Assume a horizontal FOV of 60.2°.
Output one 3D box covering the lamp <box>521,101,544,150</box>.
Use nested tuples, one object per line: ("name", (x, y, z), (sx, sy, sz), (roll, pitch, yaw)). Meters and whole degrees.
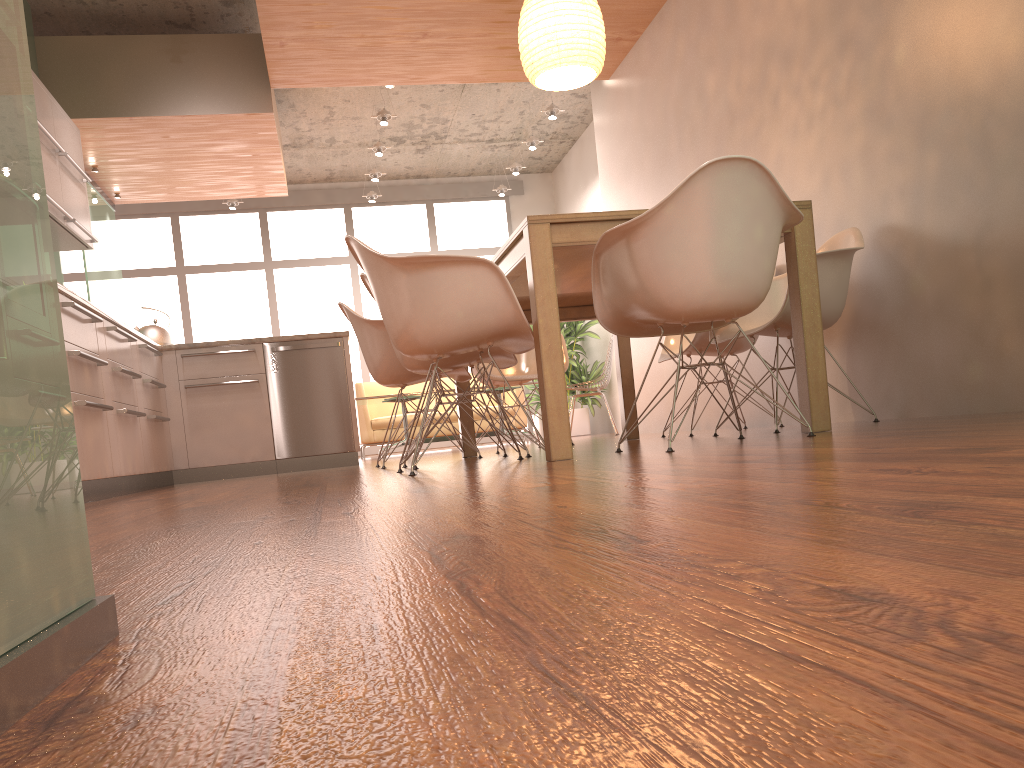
("lamp", (0.189, -2.594, 8.840), (0.197, 0.484, 0.135), (-7, 2, -44))

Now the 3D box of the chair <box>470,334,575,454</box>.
("chair", (-0.005, -0.019, 5.455), (0.679, 0.863, 0.646), (-6, 0, -27))

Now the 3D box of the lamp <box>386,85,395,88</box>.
("lamp", (-0.978, -2.581, 6.942), (0.197, 0.484, 0.135), (-7, 2, -44))

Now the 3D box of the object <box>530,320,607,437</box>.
("object", (0.577, -0.443, 10.039), (0.967, 2.111, 1.077), (-6, 1, 2))

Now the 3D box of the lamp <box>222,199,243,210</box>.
("lamp", (-3.141, -2.195, 9.869), (0.197, 0.484, 0.135), (-7, 2, -44))

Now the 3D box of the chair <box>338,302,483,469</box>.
("chair", (-0.534, -0.013, 4.592), (0.640, 0.863, 0.686), (-6, 0, -17))

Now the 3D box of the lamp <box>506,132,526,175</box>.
("lamp", (0.026, -2.532, 9.645), (0.197, 0.484, 0.135), (-7, 2, -44))

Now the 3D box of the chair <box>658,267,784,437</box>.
("chair", (1.122, -0.175, 4.733), (0.640, 0.863, 0.685), (-6, 0, -12))

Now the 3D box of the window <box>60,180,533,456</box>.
("window", (-3.871, -0.578, 10.553), (8.533, 3.291, 0.062), (-5, 2, -11))

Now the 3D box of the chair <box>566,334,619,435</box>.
("chair", (0.692, 0.023, 7.828), (0.562, 0.903, 0.541), (-6, 1, 9))

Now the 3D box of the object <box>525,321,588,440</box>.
("object", (0.429, -0.391, 10.699), (1.082, 2.111, 0.962), (-6, 1, 7))

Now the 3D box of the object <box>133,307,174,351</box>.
("object", (-2.430, -0.365, 5.948), (0.262, 0.306, 0.262), (-6, 0, 5))

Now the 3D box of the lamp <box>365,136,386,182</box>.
("lamp", (-1.466, -2.396, 9.356), (0.197, 0.484, 0.135), (-7, 2, -44))

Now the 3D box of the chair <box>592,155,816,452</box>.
("chair", (0.633, -0.225, 2.948), (0.681, 0.863, 0.645), (-6, 0, -17))

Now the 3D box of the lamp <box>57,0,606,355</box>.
("lamp", (-1.307, -1.020, 5.044), (3.206, 1.350, 3.077), (-5, -2, -11))

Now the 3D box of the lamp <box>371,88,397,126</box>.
("lamp", (-1.141, -2.519, 7.747), (0.197, 0.484, 0.135), (-7, 2, -44))

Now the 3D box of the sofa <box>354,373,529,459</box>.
("sofa", (-0.804, 0.314, 9.724), (1.795, 0.840, 0.881), (-5, -1, -11))

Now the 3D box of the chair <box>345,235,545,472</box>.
("chair", (-0.240, -0.127, 3.221), (0.640, 0.851, 0.686), (-6, 0, -17))

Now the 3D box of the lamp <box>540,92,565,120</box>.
("lamp", (0.352, -2.656, 8.035), (0.197, 0.484, 0.135), (-7, 2, -44))

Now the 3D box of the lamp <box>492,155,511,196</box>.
("lamp", (-0.137, -2.470, 10.449), (0.197, 0.484, 0.135), (-7, 2, -44))

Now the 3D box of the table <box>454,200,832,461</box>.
("table", (0.384, -0.115, 4.023), (1.022, 0.811, 2.079), (-6, -2, -12))

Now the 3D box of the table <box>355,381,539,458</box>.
("table", (-0.546, 0.356, 8.471), (1.864, 0.561, 0.943), (-5, -2, -11))

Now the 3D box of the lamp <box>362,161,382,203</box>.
("lamp", (-1.629, -2.334, 10.161), (0.197, 0.484, 0.135), (-7, 2, -44))

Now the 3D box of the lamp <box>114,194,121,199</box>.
("lamp", (-3.586, -1.913, 7.975), (0.102, 0.472, 0.154), (-7, 2, -39))

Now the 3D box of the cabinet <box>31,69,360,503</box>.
("cabinet", (-1.783, -0.612, 4.350), (1.908, 2.279, 4.258), (-6, -2, -12))

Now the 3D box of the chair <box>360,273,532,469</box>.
("chair", (-0.305, -0.075, 3.914), (0.640, 0.863, 0.686), (-6, 0, -17))

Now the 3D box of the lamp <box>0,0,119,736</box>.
("lamp", (0.085, -1.427, 3.302), (0.446, 3.402, 8.204), (-6, -2, 6))

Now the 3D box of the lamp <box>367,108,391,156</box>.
("lamp", (-1.304, -2.457, 8.552), (0.197, 0.484, 0.135), (-7, 2, -44))

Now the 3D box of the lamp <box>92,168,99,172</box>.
("lamp", (-3.435, -1.971, 7.227), (0.102, 0.472, 0.154), (-7, 2, -39))

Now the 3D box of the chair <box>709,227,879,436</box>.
("chair", (1.232, -0.235, 3.859), (0.639, 0.863, 0.687), (-6, 0, -22))
